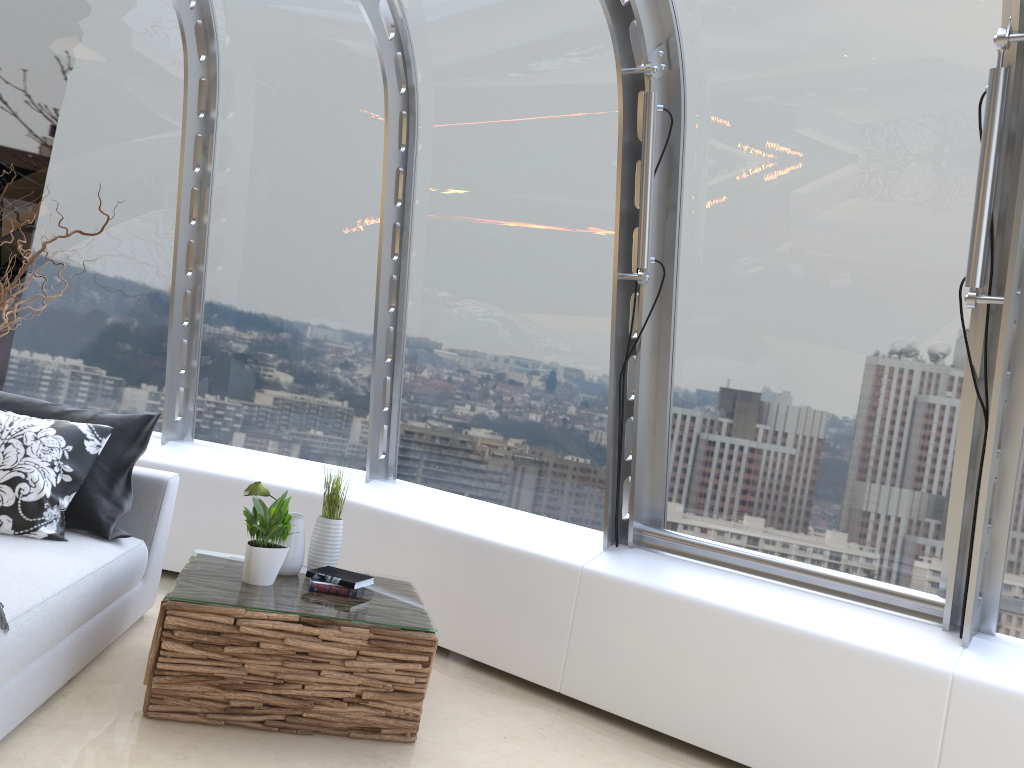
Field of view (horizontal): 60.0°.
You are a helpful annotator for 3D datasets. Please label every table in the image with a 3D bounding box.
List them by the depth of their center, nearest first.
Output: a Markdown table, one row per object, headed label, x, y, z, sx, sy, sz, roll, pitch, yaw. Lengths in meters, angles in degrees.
| label | x | y | z | sx | sy | sz | roll | pitch | yaw |
| --- | --- | --- | --- | --- | --- | --- | --- | --- | --- |
| table | -0.868 | 1.026 | 3.554 | 1.007 | 0.436 | 0.923 | 11 | -2 | -13 |

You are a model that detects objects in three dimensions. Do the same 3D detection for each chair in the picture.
| label | x | y | z | sx | sy | sz | roll | pitch | yaw |
| --- | --- | --- | --- | --- | --- | --- | --- | --- | --- |
| chair | -2.092 | 0.649 | 3.178 | 1.176 | 0.690 | 2.068 | 11 | -2 | -7 |

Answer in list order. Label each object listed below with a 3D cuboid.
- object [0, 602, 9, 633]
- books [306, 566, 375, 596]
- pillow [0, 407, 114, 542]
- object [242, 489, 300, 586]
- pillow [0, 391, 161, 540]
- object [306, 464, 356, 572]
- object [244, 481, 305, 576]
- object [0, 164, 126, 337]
| label | x | y | z | sx | sy | sz | roll | pitch | yaw |
| --- | --- | --- | --- | --- | --- | --- | --- | --- | --- |
| object | -1.842 | 0.643 | 2.567 | 0.825 | 0.359 | 1.024 | 11 | -2 | -9 |
| books | -0.715 | 0.804 | 3.604 | 0.265 | 0.063 | 0.246 | 10 | -2 | 9 |
| pillow | -2.027 | 0.324 | 3.526 | 0.683 | 0.528 | 0.431 | 11 | -2 | -13 |
| object | -0.972 | 0.600 | 3.499 | 0.215 | 0.369 | 0.284 | 12 | -3 | -35 |
| pillow | -2.093 | 0.305 | 3.821 | 1.070 | 0.597 | 0.510 | 11 | -2 | -8 |
| object | -0.788 | 0.572 | 3.844 | 0.153 | 0.511 | 0.150 | 11 | -2 | -9 |
| object | -0.999 | 0.600 | 3.714 | 0.297 | 0.370 | 0.152 | 11 | -2 | -23 |
| object | -3.099 | -0.187 | 4.434 | 1.370 | 2.059 | 1.508 | 9 | -2 | 23 |
